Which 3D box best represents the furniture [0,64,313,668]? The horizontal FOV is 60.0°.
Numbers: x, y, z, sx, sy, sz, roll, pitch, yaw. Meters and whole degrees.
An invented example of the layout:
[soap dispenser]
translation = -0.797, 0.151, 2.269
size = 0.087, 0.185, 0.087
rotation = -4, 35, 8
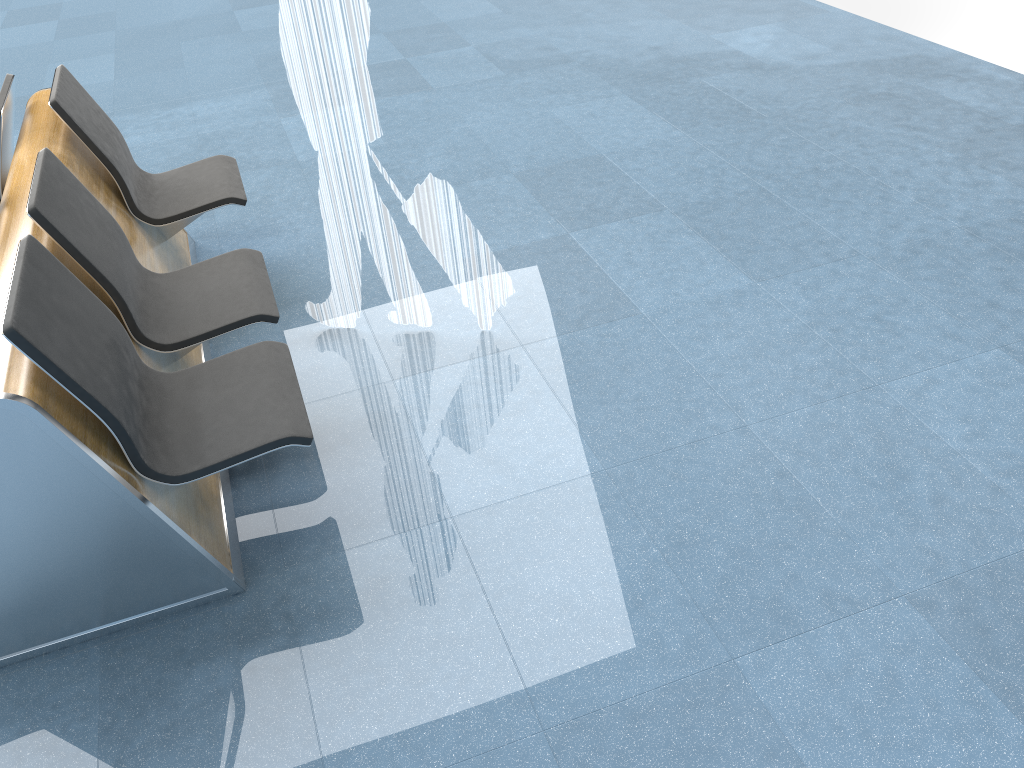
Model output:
[furniture]
translation = -1.492, -0.315, 2.956
size = 1.301, 0.896, 2.281
rotation = -16, 38, -13
